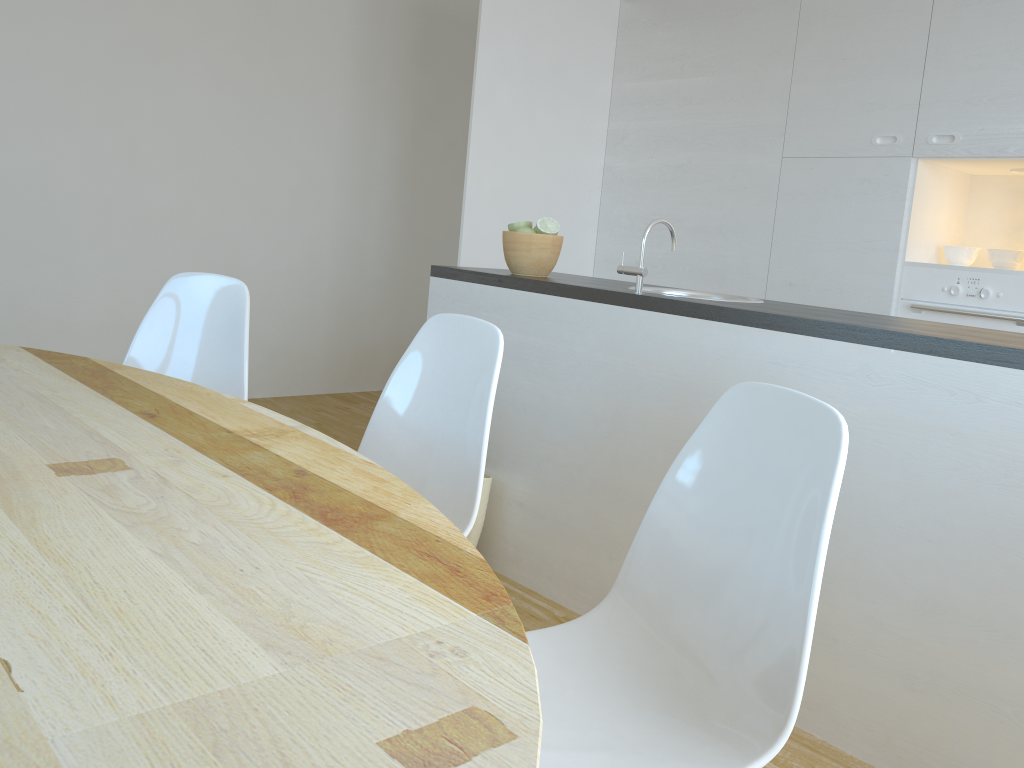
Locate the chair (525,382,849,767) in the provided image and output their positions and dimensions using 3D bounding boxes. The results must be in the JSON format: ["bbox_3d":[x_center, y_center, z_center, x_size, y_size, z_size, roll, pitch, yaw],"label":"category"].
[{"bbox_3d":[0.113,0.444,1.195,0.522,0.895,0.433,2,7,-23],"label":"chair"}]

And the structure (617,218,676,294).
[{"bbox_3d":[0.393,-0.371,2.552,0.162,0.214,0.097,-1,9,-42],"label":"structure"}]

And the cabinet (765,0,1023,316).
[{"bbox_3d":[2.469,-0.470,3.115,0.481,2.285,3.224,0,10,-42],"label":"cabinet"}]

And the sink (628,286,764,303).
[{"bbox_3d":[0.549,-0.198,2.691,0.404,0.156,0.407,5,9,-1],"label":"sink"}]

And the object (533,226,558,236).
[{"bbox_3d":[0.112,-0.497,2.988,0.086,0.098,0.103,2,8,-22],"label":"object"}]

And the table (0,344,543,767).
[{"bbox_3d":[-0.858,0.444,1.183,1.195,0.720,2.205,-3,12,-44],"label":"table"}]

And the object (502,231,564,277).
[{"bbox_3d":[0.065,-0.435,2.971,0.205,0.141,0.206,7,8,8],"label":"object"}]

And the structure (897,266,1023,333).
[{"bbox_3d":[1.794,-0.149,3.522,0.049,0.592,0.564,0,9,-42],"label":"structure"}]

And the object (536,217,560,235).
[{"bbox_3d":[0.116,-0.512,2.911,0.077,0.071,0.074,3,8,-18],"label":"object"}]

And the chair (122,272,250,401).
[{"bbox_3d":[-0.945,0.173,2.230,0.431,0.895,0.526,7,7,17],"label":"chair"}]

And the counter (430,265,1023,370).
[{"bbox_3d":[0.739,-0.191,2.433,0.601,0.040,2.418,-3,13,-42],"label":"counter"}]

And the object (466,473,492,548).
[{"bbox_3d":[-0.453,0.377,2.518,0.472,0.498,1.195,9,10,24],"label":"object"}]

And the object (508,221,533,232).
[{"bbox_3d":[0.026,-0.521,3.003,0.086,0.065,0.084,0,10,-30],"label":"object"}]

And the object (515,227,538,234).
[{"bbox_3d":[0.051,-0.478,2.935,0.098,0.085,0.082,7,8,12],"label":"object"}]

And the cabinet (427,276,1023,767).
[{"bbox_3d":[0.696,0.277,2.482,0.601,0.903,2.418,-1,11,-42],"label":"cabinet"}]
